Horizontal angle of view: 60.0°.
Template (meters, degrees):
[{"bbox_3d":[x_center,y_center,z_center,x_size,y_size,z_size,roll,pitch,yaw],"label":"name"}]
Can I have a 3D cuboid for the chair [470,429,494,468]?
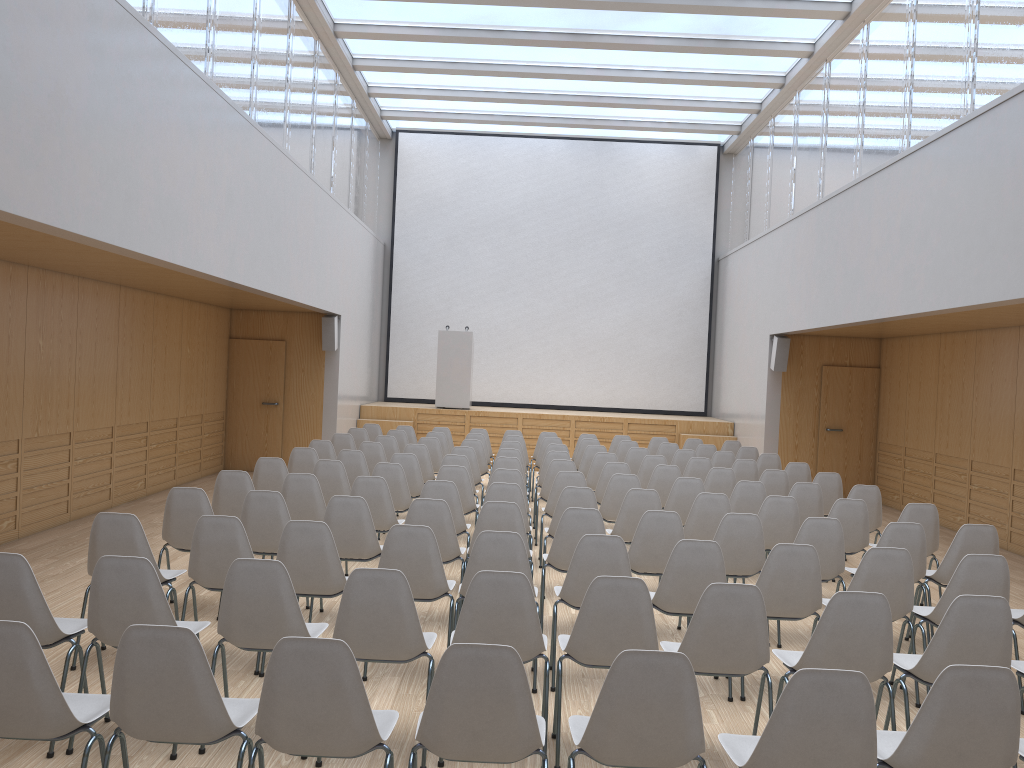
[{"bbox_3d":[-0.494,1.078,13.048,0.479,0.876,0.505,3,1,1],"label":"chair"}]

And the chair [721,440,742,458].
[{"bbox_3d":[3.157,1.247,13.012,0.479,0.876,0.505,3,1,1],"label":"chair"}]

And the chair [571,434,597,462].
[{"bbox_3d":[1.079,1.152,12.992,0.479,0.876,0.505,3,1,1],"label":"chair"}]

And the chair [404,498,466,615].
[{"bbox_3d":[-0.554,1.183,6.049,0.479,0.876,0.505,3,1,1],"label":"chair"}]

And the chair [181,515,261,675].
[{"bbox_3d":[-1.610,1.150,5.088,0.479,0.876,0.505,3,1,1],"label":"chair"}]

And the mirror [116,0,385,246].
[{"bbox_3d":[-2.672,-3.629,8.506,0.253,2.090,17.826,3,1,1],"label":"mirror"}]

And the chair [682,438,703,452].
[{"bbox_3d":[2.614,1.221,13.045,0.479,0.876,0.505,3,1,1],"label":"chair"}]

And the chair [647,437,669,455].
[{"bbox_3d":[2.110,1.199,13.022,0.479,0.876,0.505,3,1,1],"label":"chair"}]

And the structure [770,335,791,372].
[{"bbox_3d":[4.034,-0.459,13.359,0.196,0.542,0.368,3,1,1],"label":"structure"}]

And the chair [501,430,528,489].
[{"bbox_3d":[0.006,1.101,13.071,0.479,0.876,0.505,3,1,1],"label":"chair"}]

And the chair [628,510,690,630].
[{"bbox_3d":[0.952,1.254,5.994,0.479,0.876,0.505,3,1,1],"label":"chair"}]

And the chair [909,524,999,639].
[{"bbox_3d":[3.030,1.348,6.042,0.479,0.876,0.505,3,1,1],"label":"chair"}]

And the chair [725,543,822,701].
[{"bbox_3d":[1.506,1.294,5.029,0.479,0.876,0.505,3,1,1],"label":"chair"}]

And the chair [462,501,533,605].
[{"bbox_3d":[-0.087,1.205,6.073,0.479,0.876,0.505,3,1,1],"label":"chair"}]

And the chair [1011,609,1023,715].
[{"bbox_3d":[3.026,1.364,5.014,0.479,0.876,0.505,3,1,1],"label":"chair"}]

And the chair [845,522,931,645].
[{"bbox_3d":[2.522,1.326,5.979,0.479,0.876,0.505,3,1,1],"label":"chair"}]

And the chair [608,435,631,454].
[{"bbox_3d":[1.574,1.174,13.046,0.479,0.876,0.505,3,1,1],"label":"chair"}]

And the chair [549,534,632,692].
[{"bbox_3d":[0.471,1.246,5.039,0.479,0.876,0.505,3,1,1],"label":"chair"}]

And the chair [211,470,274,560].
[{"bbox_3d":[-2.146,1.095,7.045,0.479,0.876,0.505,3,1,1],"label":"chair"}]

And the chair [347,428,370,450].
[{"bbox_3d":[-2.079,1.020,12.091,0.479,0.876,0.505,3,1,1],"label":"chair"}]

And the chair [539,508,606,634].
[{"bbox_3d":[0.437,1.230,5.958,0.479,0.876,0.505,3,1,1],"label":"chair"}]

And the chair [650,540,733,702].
[{"bbox_3d":[0.983,1.270,5.015,0.479,0.876,0.505,3,1,1],"label":"chair"}]

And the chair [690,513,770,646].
[{"bbox_3d":[1.485,1.277,6.047,0.479,0.876,0.505,3,1,1],"label":"chair"}]

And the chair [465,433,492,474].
[{"bbox_3d":[-0.502,1.093,12.066,0.479,0.876,0.505,3,1,1],"label":"chair"}]

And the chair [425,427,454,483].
[{"bbox_3d":[-1.033,1.054,13.013,0.479,0.876,0.505,3,1,1],"label":"chair"}]

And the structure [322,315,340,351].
[{"bbox_3d":[-2.751,-0.772,13.425,0.196,0.542,0.368,3,1,1],"label":"structure"}]

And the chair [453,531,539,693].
[{"bbox_3d":[-0.081,1.221,5.004,0.479,0.876,0.505,3,1,1],"label":"chair"}]

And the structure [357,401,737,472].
[{"bbox_3d":[0.597,1.027,16.106,6.552,1.027,2.728,3,1,1],"label":"structure"}]

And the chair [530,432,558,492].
[{"bbox_3d":[0.510,1.125,13.018,0.479,0.876,0.505,3,1,1],"label":"chair"}]

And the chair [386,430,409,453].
[{"bbox_3d":[-1.551,1.045,12.058,0.479,0.876,0.505,3,1,1],"label":"chair"}]

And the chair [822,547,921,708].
[{"bbox_3d":[2.020,1.317,5.052,0.479,0.876,0.505,3,1,1],"label":"chair"}]

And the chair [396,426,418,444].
[{"bbox_3d":[-1.550,1.031,12.976,0.479,0.876,0.505,3,1,1],"label":"chair"}]

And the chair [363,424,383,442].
[{"bbox_3d":[-2.042,1.007,13.063,0.479,0.876,0.505,3,1,1],"label":"chair"}]

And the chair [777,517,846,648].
[{"bbox_3d":[2.005,1.302,6.024,0.479,0.876,0.505,3,1,1],"label":"chair"}]

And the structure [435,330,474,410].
[{"bbox_3d":[-1.017,-0.248,15.880,0.605,1.379,0.605,3,1,1],"label":"structure"}]

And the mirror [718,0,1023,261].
[{"bbox_3d":[4.112,-3.316,8.440,0.253,2.090,17.826,3,1,1],"label":"mirror"}]

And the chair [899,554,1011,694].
[{"bbox_3d":[2.503,1.341,4.979,0.479,0.876,0.505,3,1,1],"label":"chair"}]

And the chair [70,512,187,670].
[{"bbox_3d":[-2.143,1.126,5.024,0.479,0.876,0.505,3,1,1],"label":"chair"}]

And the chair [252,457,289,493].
[{"bbox_3d":[-2.141,1.079,8.065,0.479,0.876,0.505,3,1,1],"label":"chair"}]

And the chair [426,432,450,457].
[{"bbox_3d":[-1.024,1.070,12.013,0.479,0.876,0.505,3,1,1],"label":"chair"}]

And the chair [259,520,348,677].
[{"bbox_3d":[-1.125,1.172,5.055,0.479,0.876,0.505,3,1,1],"label":"chair"}]

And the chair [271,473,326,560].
[{"bbox_3d":[-1.634,1.118,7.060,0.479,0.876,0.505,3,1,1],"label":"chair"}]

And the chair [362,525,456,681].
[{"bbox_3d":[-0.563,1.198,5.068,0.479,0.876,0.505,3,1,1],"label":"chair"}]
